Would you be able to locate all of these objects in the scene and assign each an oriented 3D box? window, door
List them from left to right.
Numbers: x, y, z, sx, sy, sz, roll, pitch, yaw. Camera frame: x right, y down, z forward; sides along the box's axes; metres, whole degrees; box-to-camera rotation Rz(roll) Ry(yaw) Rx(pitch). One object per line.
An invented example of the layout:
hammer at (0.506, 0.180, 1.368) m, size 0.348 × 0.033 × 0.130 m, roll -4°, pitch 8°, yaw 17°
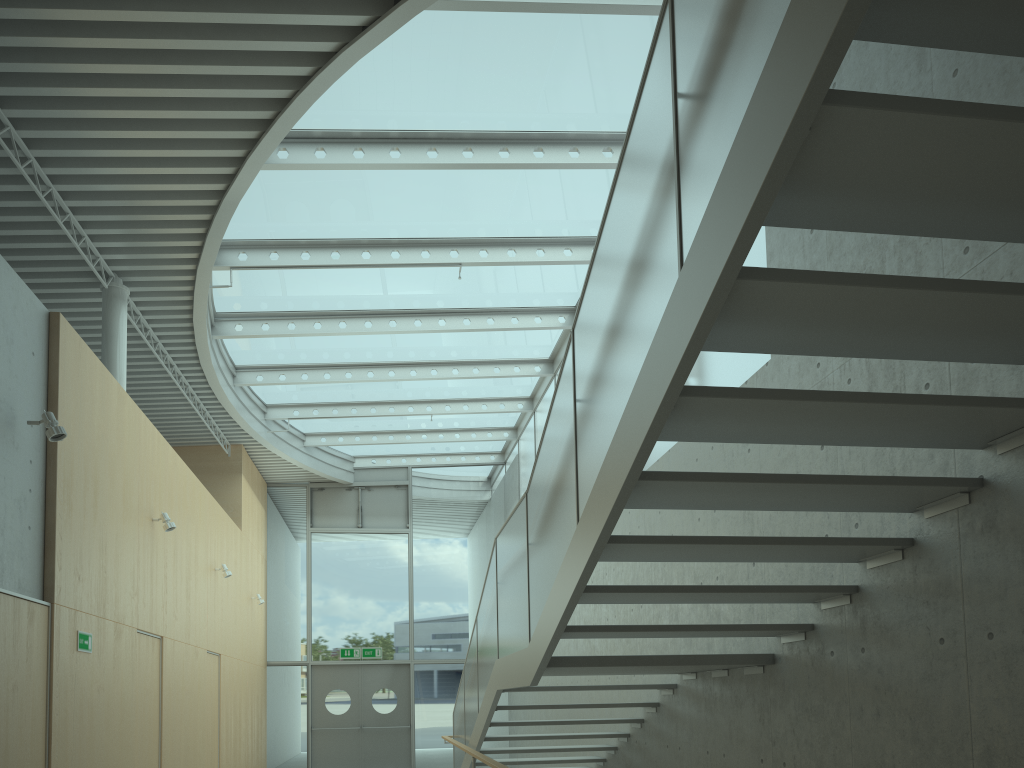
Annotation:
door at (-2.943, 6.523, 16.601) m, size 1.923 × 2.048 × 0.180 m, roll 1°, pitch -5°, yaw -9°
window at (-2.414, 4.576, 16.849) m, size 4.859 × 6.109 × 0.113 m, roll 0°, pitch -5°, yaw -9°
window at (-1.395, 2.278, 11.371) m, size 4.785 × 6.021 × 16.695 m, roll 0°, pitch -19°, yaw -8°
window at (0.723, 0.841, 11.814) m, size 0.030 × 2.636 × 16.512 m, roll -1°, pitch -20°, yaw -9°

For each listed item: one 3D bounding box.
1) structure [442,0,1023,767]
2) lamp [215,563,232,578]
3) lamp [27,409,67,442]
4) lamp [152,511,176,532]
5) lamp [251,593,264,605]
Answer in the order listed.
structure at (0.872, 1.566, 5.689) m, size 1.886 × 4.043 × 13.304 m, roll 0°, pitch -19°, yaw -9°
lamp at (-3.884, 2.512, 11.429) m, size 0.234 × 0.190 × 0.145 m, roll 6°, pitch -13°, yaw -28°
lamp at (-2.989, 0.265, 5.464) m, size 0.234 × 0.190 × 0.145 m, roll 6°, pitch -13°, yaw -28°
lamp at (-3.421, 1.351, 8.346) m, size 0.234 × 0.190 × 0.145 m, roll 6°, pitch -13°, yaw -28°
lamp at (-4.350, 3.681, 14.533) m, size 0.234 × 0.190 × 0.145 m, roll 6°, pitch -13°, yaw -28°
